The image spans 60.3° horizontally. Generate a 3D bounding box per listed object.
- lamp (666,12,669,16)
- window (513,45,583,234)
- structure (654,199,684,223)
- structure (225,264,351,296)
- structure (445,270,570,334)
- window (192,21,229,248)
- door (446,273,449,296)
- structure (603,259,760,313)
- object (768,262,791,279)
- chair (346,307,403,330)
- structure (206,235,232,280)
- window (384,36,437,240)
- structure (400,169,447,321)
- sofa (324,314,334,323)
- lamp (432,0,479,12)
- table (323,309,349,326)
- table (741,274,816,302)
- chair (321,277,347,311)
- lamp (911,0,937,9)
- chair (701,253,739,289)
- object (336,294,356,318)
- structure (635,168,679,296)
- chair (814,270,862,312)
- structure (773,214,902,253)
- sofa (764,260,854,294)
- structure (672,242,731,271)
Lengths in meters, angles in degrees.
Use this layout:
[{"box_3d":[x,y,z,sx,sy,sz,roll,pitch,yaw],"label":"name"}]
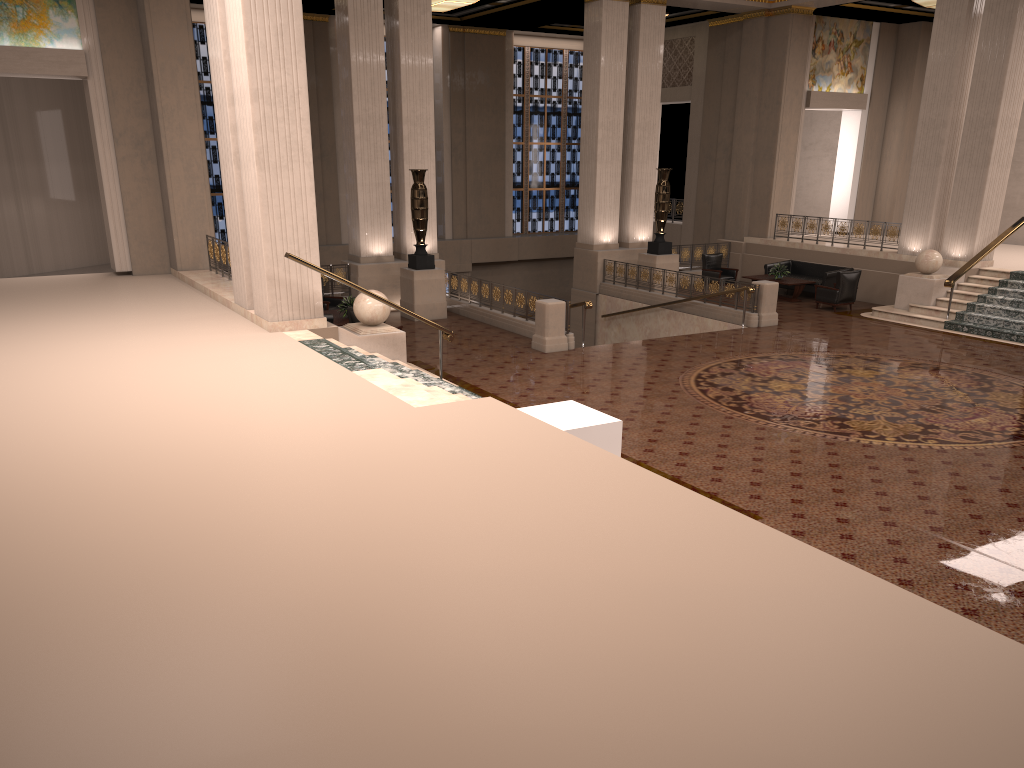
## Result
[{"box_3d":[3.032,-9.625,23.260,1.157,0.222,1.965,-8,17,-30],"label":"lamp"},{"box_3d":[1.021,-7.462,27.349,2.962,5.560,0.067,-10,22,-28],"label":"window"},{"box_3d":[4.396,-5.110,25.858,0.031,0.693,2.100,-11,19,-29],"label":"structure"},{"box_3d":[-4.418,-1.985,17.480,2.514,0.679,0.031,-8,21,-28],"label":"structure"},{"box_3d":[-0.264,-1.630,16.666,0.078,0.557,4.810,-11,18,-29],"label":"structure"},{"box_3d":[-7.941,-6.231,22.426,2.962,5.560,0.067,-10,22,-28],"label":"window"},{"box_3d":[-2.477,-2.015,26.680,1.478,2.826,0.151,-10,22,-28],"label":"door"},{"box_3d":[3.389,-2.131,18.673,0.078,0.557,4.813,-12,19,-30],"label":"structure"},{"box_3d":[6.064,-2.579,20.011,0.502,0.390,0.507,1,17,2],"label":"object"},{"box_3d":[-2.146,-0.800,13.854,0.645,0.875,0.695,7,19,19],"label":"chair"},{"box_3d":[-4.426,-1.917,14.063,0.031,0.648,3.601,-11,19,-29],"label":"structure"},{"box_3d":[-3.536,-6.836,24.846,2.962,5.560,0.067,-10,22,-28],"label":"window"},{"box_3d":[-1.762,-2.700,17.157,0.694,2.893,0.681,-11,22,-28],"label":"structure"},{"box_3d":[-3.695,-0.977,14.765,0.867,0.733,1.873,-10,18,-30],"label":"sofa"},{"box_3d":[-1.586,-8.990,20.723,1.157,0.222,1.965,-8,17,-30],"label":"lamp"},{"box_3d":[-2.901,-0.954,15.245,0.832,0.452,1.438,-9,18,-30],"label":"table"},{"box_3d":[6.067,-2.186,20.172,0.832,0.452,1.438,-9,18,-30],"label":"table"},{"box_3d":[-3.559,-1.536,16.637,0.712,0.876,0.629,8,20,23],"label":"chair"},{"box_3d":[10.292,-8.830,20.395,1.702,0.222,1.138,-8,17,-29],"label":"lamp"},{"box_3d":[5.015,-2.714,21.351,0.640,0.876,0.700,-12,22,-34],"label":"chair"},{"box_3d":[-2.754,-1.339,15.057,0.502,0.390,0.507,1,17,2],"label":"object"},{"box_3d":[3.357,-3.403,19.968,0.694,2.893,0.681,-11,22,-28],"label":"structure"},{"box_3d":[6.881,-1.996,18.648,0.642,0.876,0.698,-10,21,-29],"label":"chair"},{"box_3d":[7.536,-3.559,20.635,0.031,0.648,3.601,-11,19,-29],"label":"structure"},{"box_3d":[6.859,-2.426,20.564,0.867,0.733,1.873,-10,18,-30],"label":"sofa"},{"box_3d":[4.597,-3.223,22.432,2.514,0.679,0.031,-8,21,-29],"label":"structure"}]
